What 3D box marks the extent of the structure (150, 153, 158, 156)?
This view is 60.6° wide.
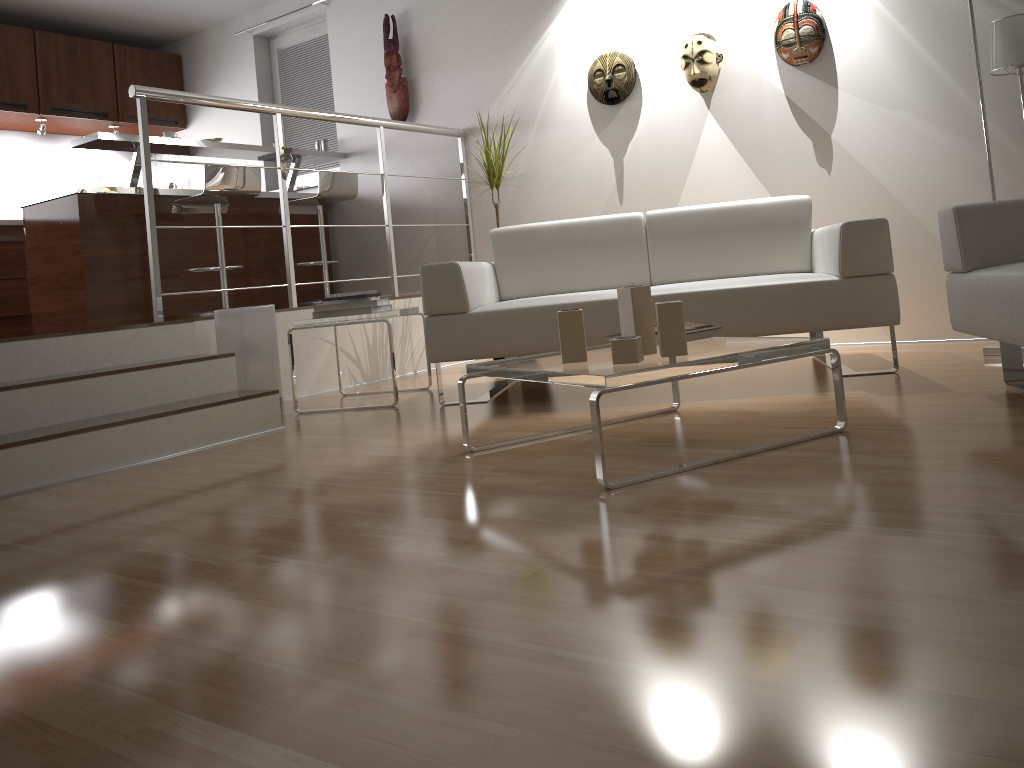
[{"bbox_3d":[-3.010,-2.027,7.619,0.594,0.034,0.049,-1,6,35],"label":"structure"}]

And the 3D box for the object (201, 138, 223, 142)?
[{"bbox_3d":[-1.916,-1.556,5.646,0.129,0.041,0.141,-1,7,37],"label":"object"}]

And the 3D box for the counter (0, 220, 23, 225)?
[{"bbox_3d":[-4.353,-0.994,5.617,0.676,0.040,2.125,-1,8,35],"label":"counter"}]

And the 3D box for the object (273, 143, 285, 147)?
[{"bbox_3d":[-1.598,-1.627,6.004,0.079,0.046,0.067,-7,4,-17],"label":"object"}]

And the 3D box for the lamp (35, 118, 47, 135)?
[{"bbox_3d":[-3.549,-1.938,6.606,0.080,0.125,0.080,-6,0,-15],"label":"lamp"}]

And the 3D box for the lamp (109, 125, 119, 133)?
[{"bbox_3d":[-3.213,-2.027,7.079,0.080,0.125,0.080,-6,0,-15],"label":"lamp"}]

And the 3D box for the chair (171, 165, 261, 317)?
[{"bbox_3d":[-1.705,-0.837,5.139,0.422,0.850,0.391,-6,-1,40],"label":"chair"}]

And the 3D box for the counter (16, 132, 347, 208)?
[{"bbox_3d":[-2.042,-1.381,5.881,0.833,0.318,2.125,-2,8,36],"label":"counter"}]

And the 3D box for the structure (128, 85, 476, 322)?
[{"bbox_3d":[-0.954,-0.970,4.781,0.057,1.050,2.348,-7,3,36],"label":"structure"}]

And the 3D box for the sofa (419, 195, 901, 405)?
[{"bbox_3d":[0.594,-0.389,3.740,1.776,0.741,0.912,-5,3,10],"label":"sofa"}]

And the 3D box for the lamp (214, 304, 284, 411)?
[{"bbox_3d":[-1.171,-0.104,3.904,0.197,0.482,0.193,-6,-1,36],"label":"lamp"}]

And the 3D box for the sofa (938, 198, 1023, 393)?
[{"bbox_3d":[1.650,-0.268,1.840,0.903,0.738,1.796,-5,5,11],"label":"sofa"}]

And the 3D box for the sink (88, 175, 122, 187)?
[{"bbox_3d":[-3.184,-1.449,7.312,0.596,0.580,0.678,-4,3,36],"label":"sink"}]

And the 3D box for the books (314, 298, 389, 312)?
[{"bbox_3d":[-0.715,-0.353,3.917,0.287,0.027,0.228,-5,7,5],"label":"books"}]

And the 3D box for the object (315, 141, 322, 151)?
[{"bbox_3d":[-1.412,-1.721,6.411,0.052,0.110,0.053,-6,-1,20],"label":"object"}]

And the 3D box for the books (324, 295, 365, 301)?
[{"bbox_3d":[-0.719,-0.388,3.919,0.216,0.014,0.153,-4,7,15],"label":"books"}]

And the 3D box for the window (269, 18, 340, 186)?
[{"bbox_3d":[-1.565,-2.164,6.808,0.837,1.271,0.142,-5,-2,35],"label":"window"}]

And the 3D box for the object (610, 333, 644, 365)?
[{"bbox_3d":[0.286,-0.091,2.182,0.067,0.074,0.067,-5,2,21],"label":"object"}]

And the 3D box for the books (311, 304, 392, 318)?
[{"bbox_3d":[-0.712,-0.326,3.916,0.286,0.027,0.229,-4,7,15],"label":"books"}]

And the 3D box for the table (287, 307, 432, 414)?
[{"bbox_3d":[-0.679,-0.124,4.001,0.463,0.401,0.554,-5,4,11],"label":"table"}]

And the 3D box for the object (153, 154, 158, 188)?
[{"bbox_3d":[-3.124,-1.828,7.674,0.033,0.378,0.008,-7,-3,35],"label":"object"}]

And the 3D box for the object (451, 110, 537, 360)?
[{"bbox_3d":[-0.071,-0.829,4.919,0.505,1.478,0.436,-4,-2,-41],"label":"object"}]

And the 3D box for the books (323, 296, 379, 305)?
[{"bbox_3d":[-0.717,-0.374,3.918,0.216,0.014,0.153,-5,7,5],"label":"books"}]

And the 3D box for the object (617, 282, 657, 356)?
[{"bbox_3d":[0.334,-0.176,2.345,0.067,0.197,0.066,-5,-2,-29],"label":"object"}]

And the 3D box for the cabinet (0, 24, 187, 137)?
[{"bbox_3d":[-3.842,-2.286,6.563,0.646,0.635,2.747,-4,6,36],"label":"cabinet"}]

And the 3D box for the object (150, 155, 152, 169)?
[{"bbox_3d":[-3.186,-1.823,7.703,0.064,0.383,0.033,-7,-3,36],"label":"object"}]

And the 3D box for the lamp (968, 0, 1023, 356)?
[{"bbox_3d":[1.958,-0.953,3.461,0.210,1.676,0.361,-4,-2,-34],"label":"lamp"}]

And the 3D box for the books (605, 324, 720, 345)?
[{"bbox_3d":[0.457,-0.156,2.660,0.205,0.056,0.290,-11,8,-39],"label":"books"}]

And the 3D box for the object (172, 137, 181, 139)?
[{"bbox_3d":[-2.074,-1.471,5.270,0.139,0.008,0.131,0,8,38],"label":"object"}]

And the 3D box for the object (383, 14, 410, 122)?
[{"bbox_3d":[-0.803,-2.146,6.012,0.151,0.792,0.150,-5,-2,-9],"label":"object"}]

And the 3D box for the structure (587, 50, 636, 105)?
[{"bbox_3d":[0.561,-1.770,5.055,0.315,0.317,0.069,-4,-1,36],"label":"structure"}]

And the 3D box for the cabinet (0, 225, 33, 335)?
[{"bbox_3d":[-3.911,-0.720,6.172,0.676,0.798,3.540,-5,6,36],"label":"cabinet"}]

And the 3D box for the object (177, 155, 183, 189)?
[{"bbox_3d":[-2.840,-1.828,7.462,0.071,0.383,0.024,-7,-3,35],"label":"object"}]

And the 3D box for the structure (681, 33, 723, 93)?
[{"bbox_3d":[0.998,-1.735,4.714,0.241,0.330,0.130,-5,-1,36],"label":"structure"}]

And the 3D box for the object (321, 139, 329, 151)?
[{"bbox_3d":[-1.361,-1.724,6.382,0.052,0.112,0.053,-6,-1,20],"label":"object"}]

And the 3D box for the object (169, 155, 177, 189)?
[{"bbox_3d":[-2.928,-1.839,7.551,0.090,0.366,0.043,-7,-3,35],"label":"object"}]

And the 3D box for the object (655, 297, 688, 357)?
[{"bbox_3d":[0.408,-0.149,2.249,0.067,0.151,0.067,-6,-1,6],"label":"object"}]

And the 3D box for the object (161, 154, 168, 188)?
[{"bbox_3d":[-3.030,-1.828,7.599,0.106,0.379,0.020,-7,-3,35],"label":"object"}]

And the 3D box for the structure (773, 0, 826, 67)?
[{"bbox_3d":[1.442,-1.787,4.434,0.263,0.355,0.075,-5,-1,36],"label":"structure"}]

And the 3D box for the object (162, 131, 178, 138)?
[{"bbox_3d":[-2.064,-1.496,5.281,0.079,0.046,0.067,-6,4,-10],"label":"object"}]

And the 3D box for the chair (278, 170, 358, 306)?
[{"bbox_3d":[-1.244,-0.958,5.788,0.422,0.850,0.389,-6,-1,31],"label":"chair"}]

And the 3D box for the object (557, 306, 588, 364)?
[{"bbox_3d":[0.160,-0.134,2.333,0.067,0.151,0.067,-6,-1,6],"label":"object"}]

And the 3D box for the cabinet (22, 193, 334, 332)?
[{"bbox_3d":[-2.113,-0.828,5.810,0.629,0.750,1.867,-5,5,36],"label":"cabinet"}]

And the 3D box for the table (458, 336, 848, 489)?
[{"bbox_3d":[0.364,0.035,2.430,0.800,0.249,0.698,-9,7,-29],"label":"table"}]
